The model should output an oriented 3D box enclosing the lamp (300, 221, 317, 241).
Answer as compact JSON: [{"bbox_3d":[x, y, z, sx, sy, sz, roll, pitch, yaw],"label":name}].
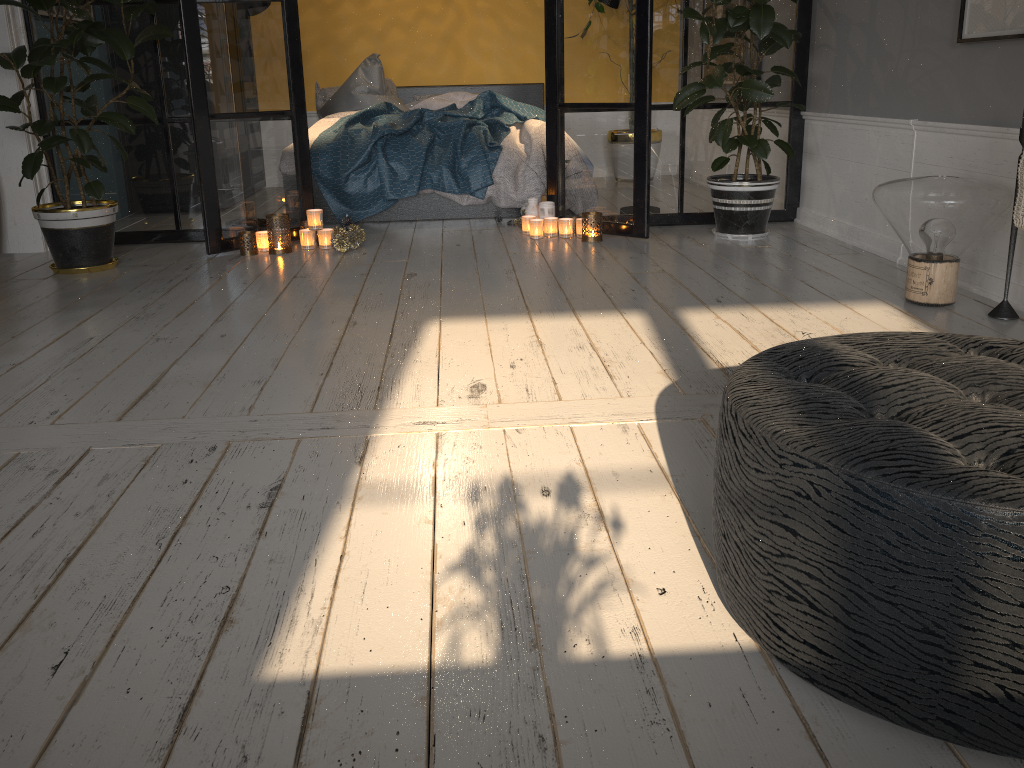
[{"bbox_3d":[-1.068,-0.798,4.636,0.081,0.104,0.082,-3,17,-4],"label":"lamp"}]

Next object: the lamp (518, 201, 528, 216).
[{"bbox_3d":[0.098,-0.969,5.028,0.109,0.129,0.097,-12,20,-32],"label":"lamp"}]

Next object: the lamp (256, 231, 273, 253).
[{"bbox_3d":[-1.227,-0.705,4.386,0.081,0.097,0.082,11,21,35],"label":"lamp"}]

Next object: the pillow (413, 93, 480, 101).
[{"bbox_3d":[-0.386,-2.106,6.877,0.776,0.291,0.537,-3,18,-4],"label":"pillow"}]

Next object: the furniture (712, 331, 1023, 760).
[{"bbox_3d":[0.673,0.167,1.306,0.736,0.350,0.748,-7,19,-16],"label":"furniture"}]

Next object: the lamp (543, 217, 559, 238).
[{"bbox_3d":[0.203,-0.816,4.610,0.081,0.097,0.082,11,21,35],"label":"lamp"}]

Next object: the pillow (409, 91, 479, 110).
[{"bbox_3d":[-0.387,-2.022,6.474,0.489,0.223,0.599,16,25,42],"label":"pillow"}]

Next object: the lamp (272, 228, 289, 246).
[{"bbox_3d":[-1.160,-0.727,4.447,0.081,0.097,0.082,11,21,35],"label":"lamp"}]

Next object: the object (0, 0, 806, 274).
[{"bbox_3d":[-0.410,-1.501,4.092,3.896,1.763,1.029,-3,16,-4],"label":"object"}]

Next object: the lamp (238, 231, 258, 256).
[{"bbox_3d":[-1.289,-0.685,4.321,0.085,0.108,0.085,-10,19,-27],"label":"lamp"}]

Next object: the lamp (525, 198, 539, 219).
[{"bbox_3d":[0.116,-0.917,4.796,0.092,0.176,0.093,3,17,16],"label":"lamp"}]

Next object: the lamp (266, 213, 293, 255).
[{"bbox_3d":[-1.142,-0.735,4.334,0.115,0.184,0.117,-3,17,-5],"label":"lamp"}]

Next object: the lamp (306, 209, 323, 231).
[{"bbox_3d":[-0.976,-0.814,4.388,0.081,0.097,0.082,11,21,35],"label":"lamp"}]

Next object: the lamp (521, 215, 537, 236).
[{"bbox_3d":[0.091,-0.839,4.686,0.081,0.097,0.081,-15,21,-37],"label":"lamp"}]

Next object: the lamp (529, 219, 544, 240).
[{"bbox_3d":[0.128,-0.798,4.562,0.081,0.097,0.082,11,21,35],"label":"lamp"}]

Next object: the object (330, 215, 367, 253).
[{"bbox_3d":[-0.868,-0.792,4.612,0.192,0.115,0.730,-6,19,-14],"label":"object"}]

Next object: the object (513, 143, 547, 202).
[{"bbox_3d":[0.263,-1.159,4.981,0.440,0.512,0.282,11,20,35],"label":"object"}]

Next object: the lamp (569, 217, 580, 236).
[{"bbox_3d":[0.327,-0.829,4.652,0.063,0.089,0.064,-8,18,-21],"label":"lamp"}]

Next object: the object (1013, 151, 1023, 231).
[{"bbox_3d":[1.602,-0.462,2.151,0.329,0.301,0.800,-2,18,-3],"label":"object"}]

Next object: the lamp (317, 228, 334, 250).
[{"bbox_3d":[-0.927,-0.722,4.415,0.081,0.097,0.082,11,21,35],"label":"lamp"}]

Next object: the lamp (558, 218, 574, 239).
[{"bbox_3d":[0.279,-0.803,4.567,0.081,0.097,0.082,11,21,35],"label":"lamp"}]

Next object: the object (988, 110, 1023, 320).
[{"bbox_3d":[1.628,-0.524,2.731,0.092,0.688,0.284,-4,16,-11],"label":"object"}]

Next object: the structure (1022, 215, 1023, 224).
[{"bbox_3d":[1.697,-0.220,1.154,0.308,0.477,2.828,-2,19,-3],"label":"structure"}]

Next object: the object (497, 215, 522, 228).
[{"bbox_3d":[0.005,-0.924,5.030,0.088,0.053,0.329,-16,23,-37],"label":"object"}]

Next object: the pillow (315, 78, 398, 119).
[{"bbox_3d":[-1.118,-2.125,6.833,0.760,0.447,0.520,-12,21,-31],"label":"pillow"}]

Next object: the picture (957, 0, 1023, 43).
[{"bbox_3d":[-0.341,-1.798,2.741,4.039,1.763,7.431,-3,19,-3],"label":"picture"}]

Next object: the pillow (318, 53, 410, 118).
[{"bbox_3d":[-1.088,-2.079,6.402,0.782,0.588,0.508,-1,17,2],"label":"pillow"}]

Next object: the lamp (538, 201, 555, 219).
[{"bbox_3d":[0.187,-0.882,4.704,0.090,0.163,0.093,-14,20,-36],"label":"lamp"}]

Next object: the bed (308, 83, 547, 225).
[{"bbox_3d":[-0.484,-1.662,6.108,1.897,0.756,2.366,-2,19,-3],"label":"bed"}]

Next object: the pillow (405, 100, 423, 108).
[{"bbox_3d":[-0.639,-2.018,6.685,0.623,0.262,0.484,4,19,17],"label":"pillow"}]

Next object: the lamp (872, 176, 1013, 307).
[{"bbox_3d":[1.467,-0.495,3.062,0.433,0.430,0.440,4,18,17],"label":"lamp"}]

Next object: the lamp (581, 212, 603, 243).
[{"bbox_3d":[0.403,-0.790,4.455,0.108,0.138,0.108,-15,21,-38],"label":"lamp"}]

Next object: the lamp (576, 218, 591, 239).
[{"bbox_3d":[0.368,-0.800,4.552,0.081,0.097,0.082,11,21,35],"label":"lamp"}]

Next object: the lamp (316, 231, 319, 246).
[{"bbox_3d":[-0.965,-0.746,4.520,0.069,0.079,0.070,0,17,4],"label":"lamp"}]

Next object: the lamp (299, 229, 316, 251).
[{"bbox_3d":[-1.018,-0.720,4.416,0.081,0.097,0.082,11,21,35],"label":"lamp"}]
